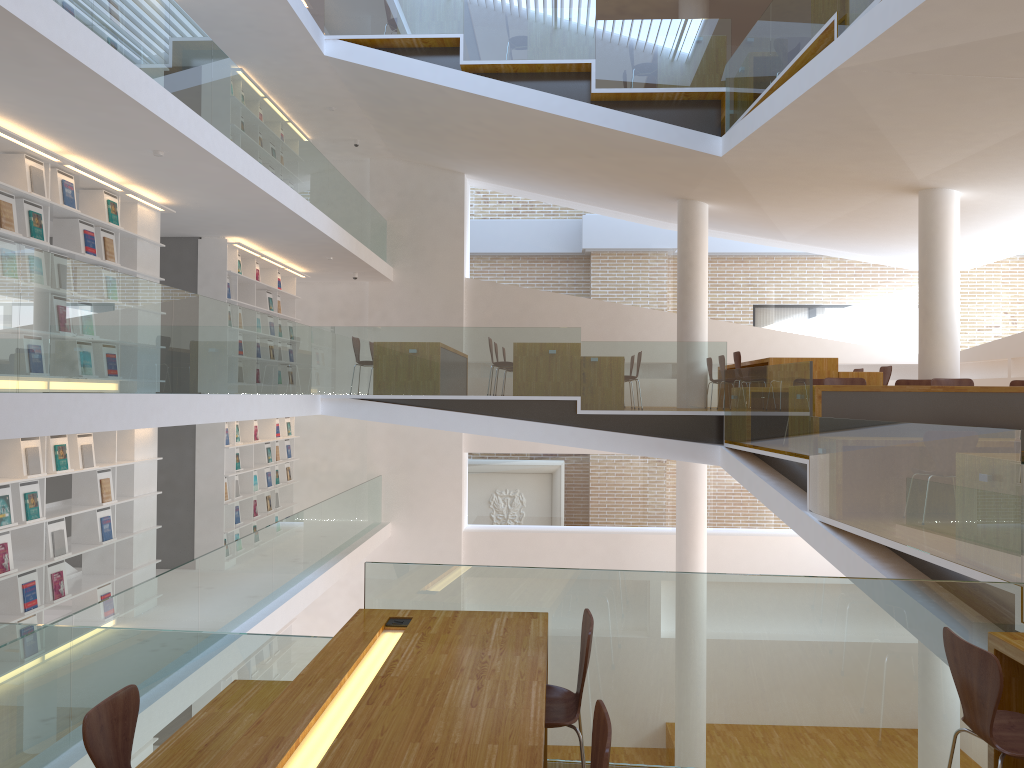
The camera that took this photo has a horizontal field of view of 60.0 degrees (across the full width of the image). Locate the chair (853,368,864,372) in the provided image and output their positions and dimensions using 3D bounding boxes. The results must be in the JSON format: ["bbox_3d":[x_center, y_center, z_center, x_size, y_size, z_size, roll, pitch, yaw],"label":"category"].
[{"bbox_3d":[4.373,0.142,11.630,0.381,0.693,0.428,0,-1,3],"label":"chair"}]

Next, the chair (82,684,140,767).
[{"bbox_3d":[-1.255,1.462,3.128,0.381,0.693,0.428,0,-1,3],"label":"chair"}]

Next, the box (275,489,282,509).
[{"bbox_3d":[-3.409,1.601,12.494,0.274,0.296,0.245,0,-1,3],"label":"box"}]

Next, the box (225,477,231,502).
[{"bbox_3d":[-3.504,1.245,10.518,0.274,0.296,0.245,0,-1,3],"label":"box"}]

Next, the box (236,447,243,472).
[{"bbox_3d":[-3.482,0.918,10.920,0.274,0.296,0.245,0,-1,3],"label":"box"}]

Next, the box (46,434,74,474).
[{"bbox_3d":[-3.615,0.539,6.921,0.274,0.296,0.245,0,-1,3],"label":"box"}]

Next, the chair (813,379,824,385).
[{"bbox_3d":[3.003,0.296,8.932,0.428,0.693,0.381,0,-1,3],"label":"chair"}]

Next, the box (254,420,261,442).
[{"bbox_3d":[-3.445,0.602,11.577,0.274,0.296,0.245,0,-1,3],"label":"box"}]

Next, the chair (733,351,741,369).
[{"bbox_3d":[2.799,-0.030,10.385,0.381,0.693,0.428,0,-1,3],"label":"chair"}]

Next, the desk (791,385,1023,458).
[{"bbox_3d":[4.071,0.532,7.245,3.216,1.022,1.248,0,-1,3],"label":"desk"}]

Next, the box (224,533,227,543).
[{"bbox_3d":[-3.509,1.904,10.507,0.274,0.296,0.245,0,-1,3],"label":"box"}]

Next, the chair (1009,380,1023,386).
[{"bbox_3d":[5.093,0.311,8.867,0.428,0.693,0.381,0,-1,3],"label":"chair"}]

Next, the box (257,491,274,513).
[{"bbox_3d":[-3.426,1.596,12.137,0.274,0.296,0.245,0,-1,3],"label":"box"}]

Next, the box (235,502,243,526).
[{"bbox_3d":[-3.486,1.580,10.927,0.274,0.296,0.245,0,-1,3],"label":"box"}]

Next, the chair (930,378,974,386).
[{"bbox_3d":[4.040,0.291,7.993,0.428,0.693,0.381,0,-1,3],"label":"chair"}]

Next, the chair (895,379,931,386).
[{"bbox_3d":[3.973,0.303,8.884,0.428,0.693,0.381,0,-1,3],"label":"chair"}]

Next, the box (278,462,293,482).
[{"bbox_3d":[-3.380,1.279,13.027,0.274,0.296,0.245,0,-1,3],"label":"box"}]

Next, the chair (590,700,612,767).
[{"bbox_3d":[0.041,1.143,2.096,0.381,0.693,0.428,0,-1,3],"label":"chair"}]

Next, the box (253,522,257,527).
[{"bbox_3d":[-3.457,1.918,11.568,0.274,0.296,0.245,0,-1,3],"label":"box"}]

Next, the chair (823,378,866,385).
[{"bbox_3d":[3.070,0.285,8.041,0.428,0.693,0.381,0,-1,3],"label":"chair"}]

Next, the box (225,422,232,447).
[{"bbox_3d":[-3.499,0.591,10.528,0.274,0.296,0.245,0,-1,3],"label":"box"}]

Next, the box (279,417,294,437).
[{"bbox_3d":[-3.376,0.623,13.023,0.274,0.296,0.245,0,-1,3],"label":"box"}]

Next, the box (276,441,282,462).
[{"bbox_3d":[-3.404,0.944,12.493,0.274,0.296,0.245,0,-1,3],"label":"box"}]

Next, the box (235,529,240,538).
[{"bbox_3d":[-3.488,1.909,10.934,0.274,0.296,0.245,0,-1,3],"label":"box"}]

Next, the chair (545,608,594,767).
[{"bbox_3d":[0.089,1.156,3.066,0.381,0.693,0.428,0,-1,3],"label":"chair"}]

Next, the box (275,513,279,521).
[{"bbox_3d":[-3.412,1.930,12.480,0.274,0.296,0.245,0,-1,3],"label":"box"}]

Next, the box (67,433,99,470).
[{"bbox_3d":[-3.772,2.242,3.848,0.498,3.764,7.125,0,-1,3],"label":"box"}]

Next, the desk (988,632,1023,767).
[{"bbox_3d":[2.059,1.200,1.671,0.760,0.606,3.185,0,-1,3],"label":"desk"}]

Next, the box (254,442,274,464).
[{"bbox_3d":[-3.422,0.940,12.132,0.274,0.296,0.245,0,-1,3],"label":"box"}]

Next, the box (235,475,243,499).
[{"bbox_3d":[-3.486,1.250,10.893,0.274,0.296,0.245,0,-1,3],"label":"box"}]

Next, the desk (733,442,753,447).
[{"bbox_3d":[4.086,0.352,9.281,3.356,0.606,0.760,0,-1,3],"label":"desk"}]

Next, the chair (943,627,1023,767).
[{"bbox_3d":[1.628,1.164,2.825,0.381,0.693,0.428,0,-1,3],"label":"chair"}]

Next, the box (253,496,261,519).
[{"bbox_3d":[-3.454,1.589,11.572,0.274,0.296,0.245,0,-1,3],"label":"box"}]

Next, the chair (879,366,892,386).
[{"bbox_3d":[4.325,0.129,10.660,0.381,0.693,0.428,0,-1,3],"label":"chair"}]

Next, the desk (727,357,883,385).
[{"bbox_3d":[3.581,0.109,11.481,1.247,0.762,3.194,0,-1,3],"label":"desk"}]

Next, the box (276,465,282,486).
[{"bbox_3d":[-3.407,1.272,12.479,0.274,0.296,0.245,0,-1,3],"label":"box"}]

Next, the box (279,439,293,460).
[{"bbox_3d":[-3.378,0.950,13.018,0.274,0.296,0.245,0,-1,3],"label":"box"}]

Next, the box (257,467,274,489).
[{"bbox_3d":[-3.425,1.267,12.128,0.274,0.296,0.245,0,-1,3],"label":"box"}]

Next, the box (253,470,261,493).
[{"bbox_3d":[-3.451,1.260,11.591,0.274,0.296,0.245,0,-1,3],"label":"box"}]

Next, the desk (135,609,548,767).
[{"bbox_3d":[-0.577,1.341,1.989,1.285,0.918,3.236,0,-1,3],"label":"desk"}]

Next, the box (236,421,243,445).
[{"bbox_3d":[-3.481,0.594,10.900,0.274,0.296,0.245,0,-1,3],"label":"box"}]

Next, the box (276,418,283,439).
[{"bbox_3d":[-3.402,0.616,12.498,0.274,0.296,0.245,0,-1,3],"label":"box"}]
